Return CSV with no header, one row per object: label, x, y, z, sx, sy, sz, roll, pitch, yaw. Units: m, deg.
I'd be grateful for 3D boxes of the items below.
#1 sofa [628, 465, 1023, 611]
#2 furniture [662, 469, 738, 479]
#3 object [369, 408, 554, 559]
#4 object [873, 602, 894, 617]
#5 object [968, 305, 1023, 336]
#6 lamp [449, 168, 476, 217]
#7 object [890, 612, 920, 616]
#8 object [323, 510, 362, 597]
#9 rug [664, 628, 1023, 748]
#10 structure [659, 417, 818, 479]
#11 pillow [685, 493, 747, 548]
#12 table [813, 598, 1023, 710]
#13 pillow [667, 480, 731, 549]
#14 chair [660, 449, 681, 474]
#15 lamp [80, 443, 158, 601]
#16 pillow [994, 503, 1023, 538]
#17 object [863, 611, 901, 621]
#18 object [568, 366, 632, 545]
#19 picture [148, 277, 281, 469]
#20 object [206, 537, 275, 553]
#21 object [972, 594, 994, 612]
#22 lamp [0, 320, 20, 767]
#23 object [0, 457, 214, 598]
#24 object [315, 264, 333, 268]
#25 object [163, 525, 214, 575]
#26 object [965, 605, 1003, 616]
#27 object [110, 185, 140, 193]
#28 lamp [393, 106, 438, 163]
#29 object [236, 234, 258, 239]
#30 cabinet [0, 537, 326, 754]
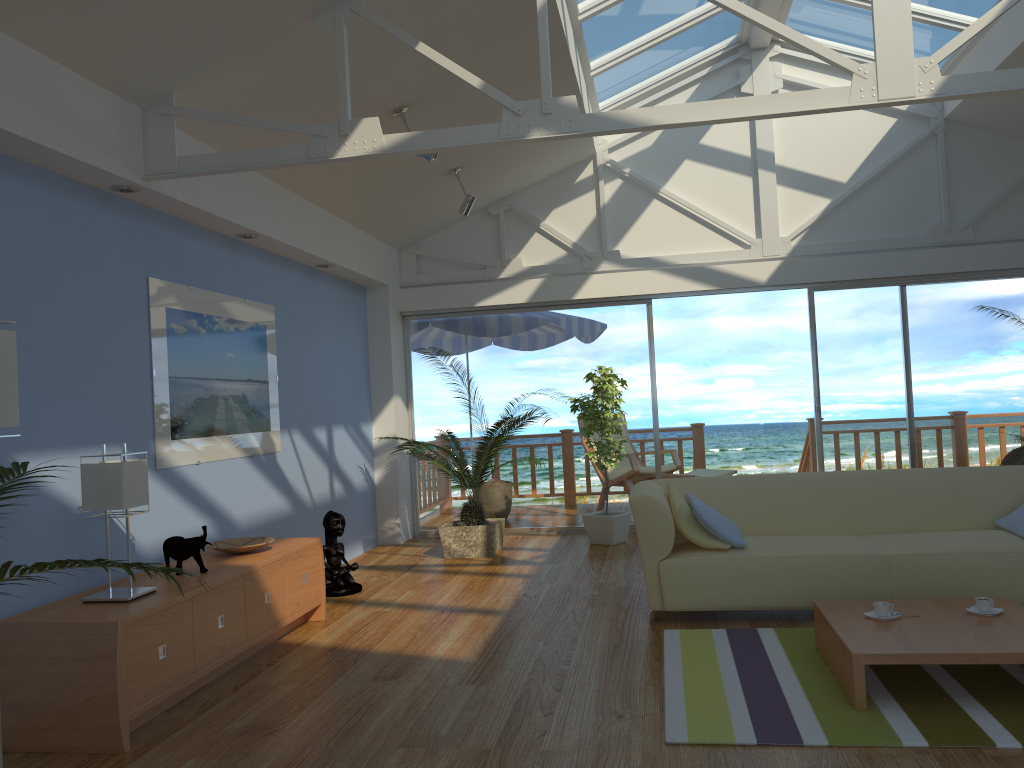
sofa,1.871,0.789,4.683,2.448,0.597,0.950,-3,-1,9
furniture,1.703,1.017,8.135,0.619,0.427,0.449,-2,-2,-36
object,-0.400,0.767,6.882,1.413,1.093,1.488,-3,-1,-8
object,1.485,0.903,3.552,0.078,0.049,0.062,-2,-2,-45
object,4.296,0.203,6.102,1.706,1.695,1.563,-3,-1,1
lamp,-0.360,-1.413,6.547,0.194,0.353,0.125,-3,-1,-8
object,1.566,0.916,3.533,0.119,0.021,0.025,-3,-1,0
object,-1.111,1.066,5.644,0.292,0.517,0.291,-4,-2,45
rug,1.655,1.127,3.427,2.100,0.018,1.400,-3,-1,9
structure,2.637,1.270,9.467,6.950,2.064,4.086,-3,-1,9
pillow,1.075,0.714,4.685,0.272,0.244,0.566,-3,-1,7
table,1.649,1.019,3.414,0.800,0.198,0.800,-3,-1,9
pillow,0.978,0.682,4.694,0.275,0.312,0.571,-3,-1,7
chair,1.167,0.784,8.872,0.632,0.982,0.859,-2,-2,-36
lamp,-1.559,0.534,3.500,0.200,0.596,0.200,-3,-1,9
pillow,2.617,0.628,4.425,0.272,0.244,0.566,-3,-1,12
object,1.481,0.927,3.546,0.118,0.016,0.118,-2,-1,-25
object,0.754,0.551,7.002,0.495,1.409,0.699,-3,-1,-17
picture,-1.628,-0.045,5.006,0.005,0.937,1.419,-3,-1,9
object,-1.375,0.828,4.500,0.337,0.053,0.337,-3,-1,11
object,1.889,0.867,3.538,0.086,0.077,0.062,-3,-1,-20
lamp,-1.626,0.527,2.704,0.200,1.520,0.200,-3,-1,9
object,-1.341,0.701,1.527,1.413,1.093,1.488,-4,-2,42
object,-1.350,-0.866,6.369,0.122,0.050,0.122,-3,-1,-7
object,-1.454,0.736,3.964,0.143,0.222,0.379,-2,-2,-38
object,1.883,0.905,3.534,0.118,0.016,0.118,-2,-2,-36
object,-1.747,-0.896,4.002,0.122,0.050,0.122,-3,-1,-7
lamp,-0.562,-1.445,5.167,0.254,0.327,0.118,-3,-1,-8
object,-1.548,-0.881,5.185,0.122,0.050,0.122,-3,-1,-7
cabinet,-1.444,1.073,4.034,0.500,0.468,1.911,-3,-1,9
